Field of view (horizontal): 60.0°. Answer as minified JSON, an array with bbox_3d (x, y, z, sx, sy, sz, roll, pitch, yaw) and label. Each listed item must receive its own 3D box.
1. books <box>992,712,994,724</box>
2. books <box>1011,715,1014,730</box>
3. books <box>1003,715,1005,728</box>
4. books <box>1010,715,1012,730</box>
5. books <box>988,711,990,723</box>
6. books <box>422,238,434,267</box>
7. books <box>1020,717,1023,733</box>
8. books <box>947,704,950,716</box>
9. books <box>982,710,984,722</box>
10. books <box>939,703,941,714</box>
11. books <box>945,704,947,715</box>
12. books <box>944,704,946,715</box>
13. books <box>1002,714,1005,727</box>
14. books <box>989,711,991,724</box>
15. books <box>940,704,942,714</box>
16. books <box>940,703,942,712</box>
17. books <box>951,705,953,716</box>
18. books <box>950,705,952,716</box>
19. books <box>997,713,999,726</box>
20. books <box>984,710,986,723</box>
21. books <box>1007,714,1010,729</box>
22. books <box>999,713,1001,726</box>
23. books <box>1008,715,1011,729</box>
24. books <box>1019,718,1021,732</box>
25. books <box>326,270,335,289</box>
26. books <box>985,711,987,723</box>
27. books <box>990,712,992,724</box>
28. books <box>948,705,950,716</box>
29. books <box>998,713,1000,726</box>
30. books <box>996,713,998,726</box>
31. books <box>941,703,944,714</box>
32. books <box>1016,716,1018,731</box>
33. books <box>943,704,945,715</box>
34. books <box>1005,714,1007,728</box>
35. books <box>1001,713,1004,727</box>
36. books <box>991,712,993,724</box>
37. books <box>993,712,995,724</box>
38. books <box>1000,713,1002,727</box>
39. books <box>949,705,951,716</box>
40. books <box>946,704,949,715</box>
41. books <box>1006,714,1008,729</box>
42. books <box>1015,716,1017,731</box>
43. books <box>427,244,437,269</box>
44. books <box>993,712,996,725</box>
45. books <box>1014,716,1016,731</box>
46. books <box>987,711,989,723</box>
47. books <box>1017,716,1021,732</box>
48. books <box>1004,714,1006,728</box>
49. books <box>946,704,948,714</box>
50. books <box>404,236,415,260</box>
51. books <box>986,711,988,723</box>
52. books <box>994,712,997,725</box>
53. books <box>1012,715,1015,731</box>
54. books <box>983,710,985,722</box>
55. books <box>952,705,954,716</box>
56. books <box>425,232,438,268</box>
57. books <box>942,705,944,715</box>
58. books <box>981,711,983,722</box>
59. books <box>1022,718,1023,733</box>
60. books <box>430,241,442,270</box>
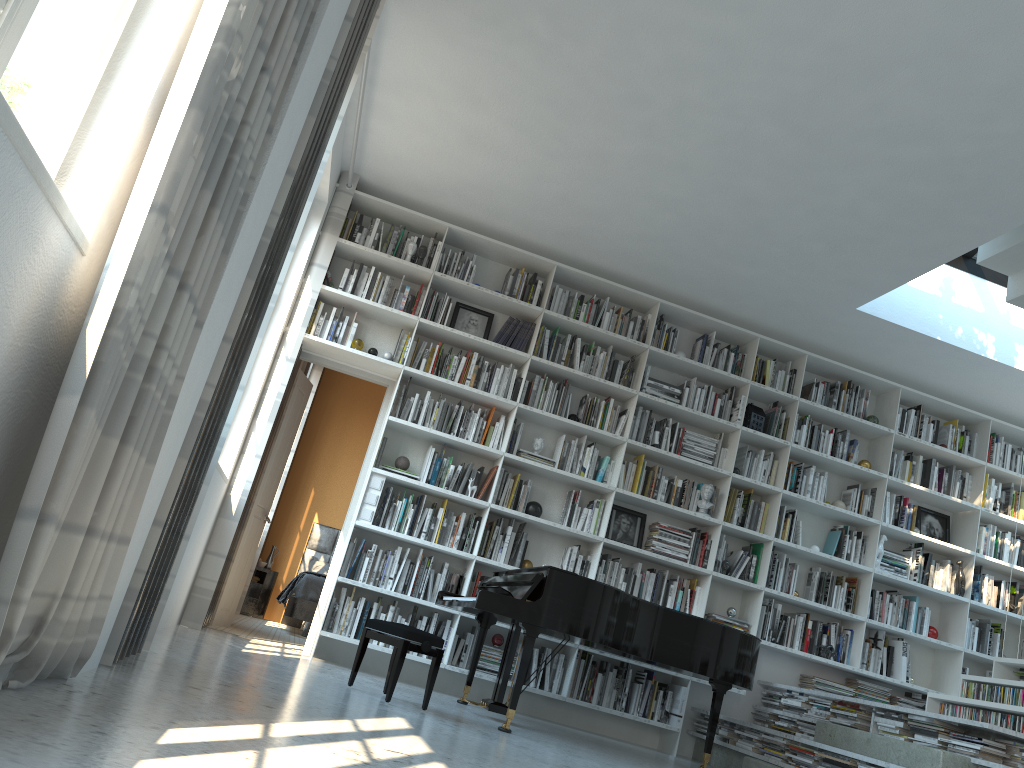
[{"bbox_3d":[2.941,2.052,5.334,0.125,0.125,0.008,18,-16,-9],"label":"books"},{"bbox_3d":[2.977,2.018,5.191,0.125,0.125,0.008,18,-16,-9],"label":"books"},{"bbox_3d":[2.963,2.031,5.246,0.125,0.125,0.007,18,-16,-9],"label":"books"},{"bbox_3d":[2.975,2.020,5.198,0.125,0.125,0.010,18,-16,-9],"label":"books"},{"bbox_3d":[2.934,2.059,5.364,0.125,0.125,0.009,18,-16,-9],"label":"books"},{"bbox_3d":[-0.638,-0.916,6.529,0.022,0.285,0.175,18,-16,-9],"label":"books"},{"bbox_3d":[2.993,2.002,5.123,0.125,0.125,0.010,18,-16,-9],"label":"books"},{"bbox_3d":[2.853,2.136,5.695,0.125,0.125,0.007,18,-16,-9],"label":"books"},{"bbox_3d":[2.924,2.069,5.407,0.125,0.125,0.008,18,-16,-9],"label":"books"},{"bbox_3d":[2.834,2.155,5.772,0.125,0.125,0.007,18,-16,-9],"label":"books"},{"bbox_3d":[2.847,2.142,5.718,0.125,0.125,0.008,18,-16,-9],"label":"books"},{"bbox_3d":[2.846,2.144,5.725,0.125,0.125,0.007,18,-16,-9],"label":"books"},{"bbox_3d":[2.961,2.033,5.254,0.125,0.125,0.008,18,-16,-9],"label":"books"},{"bbox_3d":[2.936,2.057,5.357,0.125,0.125,0.010,18,-16,-9],"label":"books"},{"bbox_3d":[2.838,2.151,5.758,0.125,0.125,0.008,18,-16,-9],"label":"books"},{"bbox_3d":[2.836,2.153,5.765,0.125,0.125,0.008,18,-16,-9],"label":"books"},{"bbox_3d":[2.860,2.129,5.665,0.125,0.125,0.008,18,-16,-9],"label":"books"},{"bbox_3d":[2.859,2.131,5.672,0.125,0.125,0.007,18,-16,-9],"label":"books"},{"bbox_3d":[2.951,2.043,5.297,0.125,0.125,0.011,18,-16,-9],"label":"books"},{"bbox_3d":[2.927,2.065,5.393,0.125,0.125,0.008,18,-16,-9],"label":"books"},{"bbox_3d":[2.970,2.024,5.217,0.125,0.125,0.008,18,-16,-9],"label":"books"},{"bbox_3d":[2.955,2.039,5.281,0.125,0.125,0.008,18,-16,-9],"label":"books"},{"bbox_3d":[2.972,2.022,5.208,0.125,0.125,0.010,18,-16,-9],"label":"books"},{"bbox_3d":[2.991,2.004,5.133,0.125,0.125,0.014,18,-16,-9],"label":"books"},{"bbox_3d":[-1.294,-0.703,6.332,0.121,0.175,0.130,18,-16,-9],"label":"books"},{"bbox_3d":[2.929,2.064,5.387,0.125,0.125,0.008,18,-16,-9],"label":"books"},{"bbox_3d":[2.938,2.055,5.350,0.125,0.125,0.010,18,-16,-9],"label":"books"},{"bbox_3d":[2.855,2.135,5.687,0.125,0.125,0.009,18,-16,-9],"label":"books"},{"bbox_3d":[2.953,2.041,5.288,0.125,0.125,0.008,18,-16,-9],"label":"books"},{"bbox_3d":[2.949,2.044,5.304,0.125,0.125,0.011,18,-16,-9],"label":"books"},{"bbox_3d":[2.840,2.149,5.749,0.125,0.125,0.010,18,-16,-9],"label":"books"},{"bbox_3d":[2.986,2.009,5.153,0.125,0.125,0.007,18,-16,-9],"label":"books"},{"bbox_3d":[2.844,2.145,5.733,0.125,0.125,0.007,18,-16,-9],"label":"books"},{"bbox_3d":[2.966,2.028,5.232,0.125,0.125,0.007,18,-16,-9],"label":"books"},{"bbox_3d":[2.958,2.035,5.265,0.125,0.125,0.012,18,-16,-9],"label":"books"},{"bbox_3d":[2.940,2.053,5.342,0.125,0.125,0.008,18,-16,-9],"label":"books"},{"bbox_3d":[2.943,2.050,5.327,0.125,0.125,0.008,18,-16,-9],"label":"books"},{"bbox_3d":[2.956,2.037,5.273,0.125,0.125,0.010,18,-16,-9],"label":"books"},{"bbox_3d":[2.857,2.133,5.680,0.125,0.125,0.009,18,-16,-9],"label":"books"},{"bbox_3d":[2.851,2.138,5.704,0.125,0.125,0.010,18,-16,-9],"label":"books"},{"bbox_3d":[2.968,2.026,5.225,0.125,0.125,0.008,18,-16,-9],"label":"books"},{"bbox_3d":[2.983,2.011,5.163,0.125,0.125,0.009,18,-16,-9],"label":"books"},{"bbox_3d":[-0.607,-0.892,6.532,0.025,0.259,0.138,18,-16,-9],"label":"books"},{"bbox_3d":[2.945,2.048,5.320,0.125,0.125,0.007,18,-16,-9],"label":"books"},{"bbox_3d":[2.982,2.013,5.170,0.125,0.125,0.010,18,-16,-9],"label":"books"},{"bbox_3d":[2.932,2.060,5.372,0.125,0.125,0.008,18,-16,-9],"label":"books"},{"bbox_3d":[2.988,2.007,5.144,0.125,0.125,0.010,18,-16,-9],"label":"books"},{"bbox_3d":[2.965,2.029,5.240,0.125,0.125,0.007,18,-16,-9],"label":"books"},{"bbox_3d":[2.849,2.140,5.712,0.125,0.125,0.008,18,-16,-9],"label":"books"},{"bbox_3d":[-0.769,-0.941,6.491,0.025,0.243,0.168,18,-16,-9],"label":"books"},{"bbox_3d":[2.930,2.062,5.379,0.125,0.125,0.007,18,-16,-9],"label":"books"},{"bbox_3d":[2.947,2.047,5.313,0.125,0.125,0.008,18,-16,-9],"label":"books"},{"bbox_3d":[2.979,2.015,5.181,0.125,0.125,0.012,18,-16,-9],"label":"books"},{"bbox_3d":[2.925,2.067,5.400,0.125,0.125,0.008,18,-16,-9],"label":"books"},{"bbox_3d":[2.862,2.128,5.658,0.125,0.125,0.008,18,-16,-9],"label":"books"},{"bbox_3d":[-0.613,-0.935,6.534,0.014,0.336,0.168,18,-16,-9],"label":"books"},{"bbox_3d":[2.842,2.147,5.740,0.125,0.125,0.009,18,-16,-9],"label":"books"},{"bbox_3d":[2.922,2.071,5.415,0.125,0.125,0.008,18,-16,-9],"label":"books"},{"bbox_3d":[2.996,1.999,5.112,0.125,0.125,0.013,18,-16,-9],"label":"books"},{"bbox_3d":[-0.576,-0.889,6.501,0.024,0.251,0.235,18,-16,-9],"label":"books"}]
